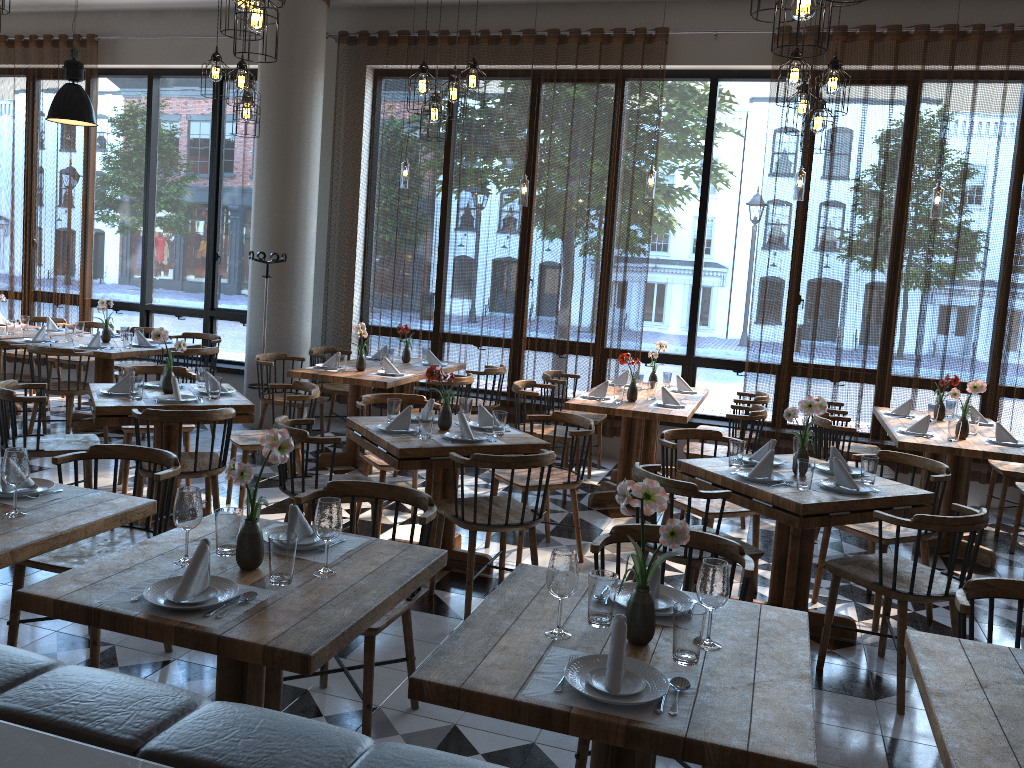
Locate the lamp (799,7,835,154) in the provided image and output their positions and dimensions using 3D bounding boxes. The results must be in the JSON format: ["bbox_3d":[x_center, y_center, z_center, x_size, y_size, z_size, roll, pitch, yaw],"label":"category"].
[{"bbox_3d":[1.827,-2.368,5.030,0.175,2.063,0.175,5,5,11],"label":"lamp"}]

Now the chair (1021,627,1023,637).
[{"bbox_3d":[2.876,0.900,4.366,0.519,0.814,0.552,1,7,-28],"label":"chair"}]

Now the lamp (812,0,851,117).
[{"bbox_3d":[1.827,-2.513,4.801,0.175,2.063,0.175,4,5,0],"label":"lamp"}]

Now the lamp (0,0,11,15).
[{"bbox_3d":[-2.370,-2.768,4.034,0.175,2.063,0.175,8,6,35],"label":"lamp"}]

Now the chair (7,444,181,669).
[{"bbox_3d":[-1.626,0.695,3.488,0.520,0.814,0.551,6,6,17],"label":"chair"}]

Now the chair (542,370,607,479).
[{"bbox_3d":[0.503,0.325,7.482,0.550,0.814,0.521,6,6,17],"label":"chair"}]

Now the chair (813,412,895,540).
[{"bbox_3d":[2.305,0.640,6.051,0.550,0.814,0.521,6,6,17],"label":"chair"}]

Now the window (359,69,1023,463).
[{"bbox_3d":[-2.832,-1.555,8.177,15.124,3.153,4.513,3,7,-6],"label":"window"}]

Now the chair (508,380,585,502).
[{"bbox_3d":[0.252,0.412,6.678,0.550,0.814,0.521,6,6,17],"label":"chair"}]

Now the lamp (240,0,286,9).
[{"bbox_3d":[-0.908,-2.523,3.385,0.175,2.063,0.176,2,6,-23],"label":"lamp"}]

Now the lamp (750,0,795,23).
[{"bbox_3d":[1.025,-2.348,3.100,0.175,2.063,0.176,3,5,-11],"label":"lamp"}]

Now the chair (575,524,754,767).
[{"bbox_3d":[0.473,0.928,2.847,0.520,0.814,0.551,6,6,17],"label":"chair"}]

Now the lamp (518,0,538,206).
[{"bbox_3d":[0.161,-2.489,7.468,0.078,1.957,0.078,1,6,-33],"label":"lamp"}]

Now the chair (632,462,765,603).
[{"bbox_3d":[0.804,0.795,4.048,0.549,0.814,0.522,1,7,-28],"label":"chair"}]

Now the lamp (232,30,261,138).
[{"bbox_3d":[-1.807,-2.774,6.165,0.175,2.063,0.175,4,5,3],"label":"lamp"}]

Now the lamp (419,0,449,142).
[{"bbox_3d":[-0.440,-2.611,5.658,0.175,2.063,0.175,8,6,36],"label":"lamp"}]

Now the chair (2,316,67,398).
[{"bbox_3d":[-4.874,-0.261,9.044,0.520,0.814,0.551,6,6,17],"label":"chair"}]

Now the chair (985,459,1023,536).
[{"bbox_3d":[3.799,0.690,6.475,0.550,0.814,0.521,6,6,17],"label":"chair"}]

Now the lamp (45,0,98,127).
[{"bbox_3d":[-3.546,-3.066,7.193,0.390,1.858,0.392,4,5,-6],"label":"lamp"}]

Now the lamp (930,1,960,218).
[{"bbox_3d":[3.230,-2.212,6.527,0.078,1.957,0.078,4,5,3],"label":"lamp"}]

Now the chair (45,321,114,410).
[{"bbox_3d":[-4.308,-0.198,8.871,0.520,0.814,0.551,6,6,17],"label":"chair"}]

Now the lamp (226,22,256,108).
[{"bbox_3d":[-1.774,-2.917,5.936,0.175,2.063,0.176,3,5,-8],"label":"lamp"}]

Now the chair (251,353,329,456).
[{"bbox_3d":[-1.844,0.180,7.318,0.550,0.814,0.521,6,6,17],"label":"chair"}]

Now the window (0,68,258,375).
[{"bbox_3d":[-4.809,-1.917,9.873,4.971,3.155,0.366,6,5,17],"label":"window"}]

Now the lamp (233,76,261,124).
[{"bbox_3d":[-1.862,-2.936,6.364,0.175,2.063,0.176,1,6,-30],"label":"lamp"}]

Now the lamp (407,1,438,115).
[{"bbox_3d":[-0.493,-2.717,5.434,0.175,2.063,0.175,4,5,3],"label":"lamp"}]

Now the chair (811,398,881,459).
[{"bbox_3d":[2.556,0.552,6.855,0.550,0.814,0.521,6,6,17],"label":"chair"}]

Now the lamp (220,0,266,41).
[{"bbox_3d":[-1.105,-2.544,3.775,0.175,2.063,0.175,9,7,44],"label":"lamp"}]

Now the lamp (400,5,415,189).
[{"bbox_3d":[-0.888,-2.711,7.781,0.078,1.957,0.078,3,5,-7],"label":"lamp"}]

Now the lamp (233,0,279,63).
[{"bbox_3d":[-0.996,-2.382,3.600,0.175,2.063,0.176,3,5,-12],"label":"lamp"}]

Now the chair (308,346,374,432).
[{"bbox_3d":[-1.594,0.092,8.122,0.550,0.814,0.521,6,6,17],"label":"chair"}]

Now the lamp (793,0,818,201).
[{"bbox_3d":[2.295,-2.400,6.807,0.078,1.957,0.078,5,5,7],"label":"lamp"}]

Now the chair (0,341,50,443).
[{"bbox_3d":[-4.149,0.026,7.246,0.520,0.814,0.551,6,6,17],"label":"chair"}]

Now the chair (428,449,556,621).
[{"bbox_3d":[-0.099,0.695,4.323,0.519,0.814,0.552,1,7,-28],"label":"chair"}]

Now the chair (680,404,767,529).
[{"bbox_3d":[1.495,0.550,6.298,0.550,0.814,0.521,6,6,17],"label":"chair"}]

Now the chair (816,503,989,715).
[{"bbox_3d":[1.672,0.891,3.782,0.519,0.814,0.552,1,7,-28],"label":"chair"}]

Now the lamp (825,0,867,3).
[{"bbox_3d":[1.126,-2.243,2.684,0.175,2.063,0.176,1,6,-33],"label":"lamp"}]

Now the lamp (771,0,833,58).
[{"bbox_3d":[1.043,-2.146,2.903,0.175,2.063,0.175,4,5,0],"label":"lamp"}]

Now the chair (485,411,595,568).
[{"bbox_3d":[0.172,0.600,5.192,0.549,0.814,0.522,1,7,-28],"label":"chair"}]

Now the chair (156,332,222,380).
[{"bbox_3d":[-3.106,-0.065,8.504,0.520,0.814,0.551,6,6,17],"label":"chair"}]

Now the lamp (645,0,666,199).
[{"bbox_3d":[1.191,-2.489,7.146,0.078,1.957,0.078,6,6,24],"label":"lamp"}]

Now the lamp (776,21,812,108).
[{"bbox_3d":[1.646,-2.595,4.889,0.175,2.063,0.175,5,5,11],"label":"lamp"}]

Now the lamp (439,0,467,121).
[{"bbox_3d":[-0.328,-2.801,5.833,0.175,2.063,0.175,6,6,25],"label":"lamp"}]

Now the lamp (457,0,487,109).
[{"bbox_3d":[-0.195,-2.827,5.667,0.175,2.063,0.175,8,6,36],"label":"lamp"}]

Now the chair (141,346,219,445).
[{"bbox_3d":[-2.832,0.070,7.622,0.550,0.814,0.521,6,6,17],"label":"chair"}]

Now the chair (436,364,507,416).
[{"bbox_3d":[-0.351,0.230,7.742,0.550,0.814,0.521,6,6,17],"label":"chair"}]

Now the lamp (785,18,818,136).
[{"bbox_3d":[1.804,-2.529,5.237,0.175,2.063,0.176,2,5,-22],"label":"lamp"}]

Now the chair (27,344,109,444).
[{"bbox_3d":[-3.549,0.092,7.062,0.520,0.814,0.551,6,6,17],"label":"chair"}]

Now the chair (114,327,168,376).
[{"bbox_3d":[-3.688,-0.129,8.682,0.520,0.814,0.551,6,6,17],"label":"chair"}]

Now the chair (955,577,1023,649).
[{"bbox_3d":[1.523,1.044,2.527,0.520,0.814,0.551,6,6,17],"label":"chair"}]

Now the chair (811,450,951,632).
[{"bbox_3d":[1.943,0.797,4.651,0.549,0.814,0.522,1,7,-28],"label":"chair"}]

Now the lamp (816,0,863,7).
[{"bbox_3d":[1.229,-2.383,3.040,0.175,2.063,0.175,4,5,0],"label":"lamp"}]

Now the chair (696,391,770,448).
[{"bbox_3d":[1.746,0.463,7.102,0.550,0.814,0.521,6,6,17],"label":"chair"}]

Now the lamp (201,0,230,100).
[{"bbox_3d":[-1.967,-2.996,5.995,0.175,2.063,0.175,4,5,3],"label":"lamp"}]

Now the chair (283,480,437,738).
[{"bbox_3d":[-0.576,0.812,3.167,0.520,0.814,0.551,6,6,17],"label":"chair"}]

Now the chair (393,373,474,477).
[{"bbox_3d":[-0.601,0.317,6.938,0.550,0.814,0.521,6,6,17],"label":"chair"}]

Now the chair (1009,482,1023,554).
[{"bbox_3d":[3.548,0.777,5.671,0.550,0.814,0.521,6,6,17],"label":"chair"}]

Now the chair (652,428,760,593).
[{"bbox_3d":[1.075,0.701,4.916,0.519,0.814,0.552,1,7,-28],"label":"chair"}]
